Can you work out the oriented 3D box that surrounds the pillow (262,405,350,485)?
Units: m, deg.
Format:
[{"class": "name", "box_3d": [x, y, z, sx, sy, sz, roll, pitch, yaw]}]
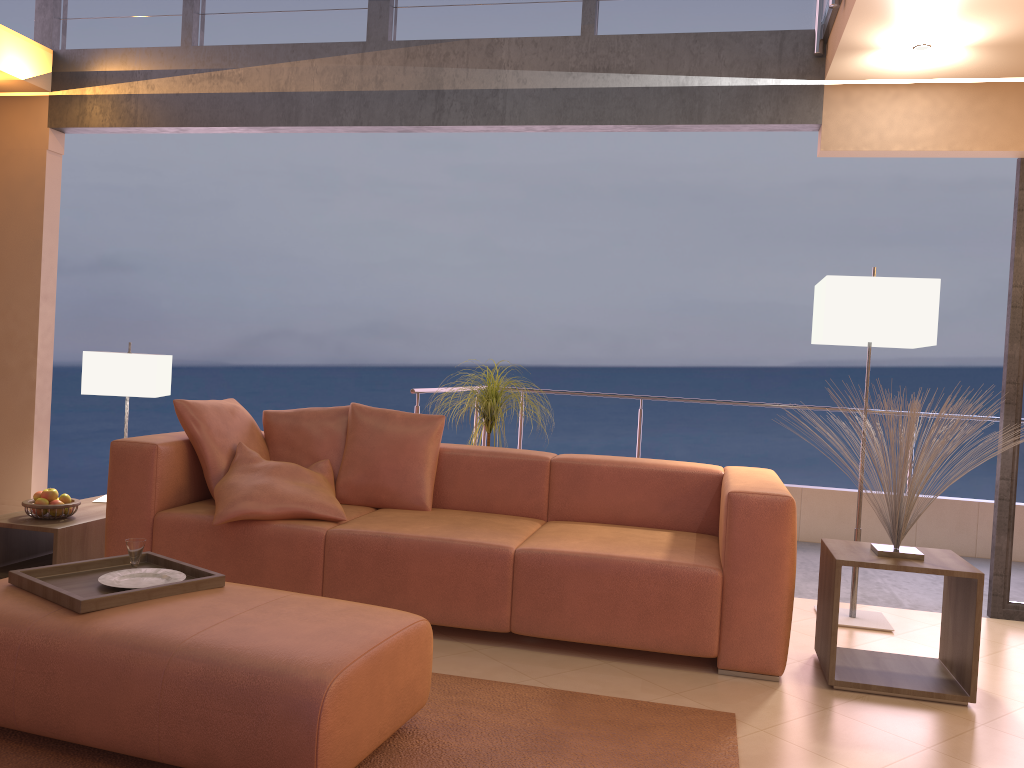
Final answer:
[{"class": "pillow", "box_3d": [-0.939, 0.308, 4.132, 0.492, 0.446, 0.255, 3, 1, -4]}]

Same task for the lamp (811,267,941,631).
[{"class": "lamp", "box_3d": [1.575, 0.266, 3.974, 0.454, 1.578, 0.454, 3, 1, 12]}]

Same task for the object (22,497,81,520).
[{"class": "object", "box_3d": [-2.053, 0.558, 3.953, 0.235, 0.071, 0.235, 3, 1, 5]}]

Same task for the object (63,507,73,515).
[{"class": "object", "box_3d": [-1.991, 0.564, 3.970, 0.046, 0.046, 0.055, 3, 1, -10]}]

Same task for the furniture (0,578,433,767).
[{"class": "furniture", "box_3d": [-0.935, 0.752, 2.481, 1.291, 0.301, 0.685, 4, 1, 17]}]

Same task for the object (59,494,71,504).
[{"class": "object", "box_3d": [-1.996, 0.516, 3.960, 0.045, 0.053, 0.051, 4, 1, 36]}]

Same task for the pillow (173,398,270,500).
[{"class": "pillow", "box_3d": [-1.270, 0.298, 4.013, 0.314, 0.455, 0.519, 3, 1, 9]}]

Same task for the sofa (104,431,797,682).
[{"class": "sofa", "box_3d": [-0.263, 0.628, 3.824, 2.781, 0.672, 0.943, 3, 1, 12]}]

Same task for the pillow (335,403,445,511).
[{"class": "pillow", "box_3d": [-0.558, 0.333, 4.043, 0.470, 0.468, 0.211, 3, 1, 8]}]

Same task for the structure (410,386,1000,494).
[{"class": "structure", "box_3d": [1.599, 0.408, 5.192, 4.176, 0.541, 1.663, 3, 1, 12]}]

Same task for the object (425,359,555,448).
[{"class": "object", "box_3d": [-0.138, 0.406, 4.865, 0.703, 1.088, 0.729, 3, 1, -19]}]

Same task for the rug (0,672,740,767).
[{"class": "rug", "box_3d": [-0.778, 0.965, 2.172, 2.626, 0.005, 1.833, 3, 1, 12]}]

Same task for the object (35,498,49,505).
[{"class": "object", "box_3d": [-2.059, 0.522, 3.885, 0.055, 0.047, 0.045, 3, 1, -11]}]

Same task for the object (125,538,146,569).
[{"class": "object", "box_3d": [-1.181, 0.534, 2.779, 0.061, 0.091, 0.061, 3, 1, -3]}]

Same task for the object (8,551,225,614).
[{"class": "object", "box_3d": [-1.153, 0.571, 2.600, 0.421, 0.034, 0.436, 4, 1, 37]}]

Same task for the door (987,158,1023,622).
[{"class": "door", "box_3d": [2.541, 0.035, 4.110, 0.480, 2.160, 0.056, 3, 1, 12]}]

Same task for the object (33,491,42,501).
[{"class": "object", "box_3d": [-2.102, 0.500, 3.946, 0.047, 0.046, 0.054, 3, 1, -1]}]

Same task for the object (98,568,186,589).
[{"class": "object", "box_3d": [-1.087, 0.578, 2.610, 0.240, 0.018, 0.240, 3, 1, -24]}]

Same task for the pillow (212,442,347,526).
[{"class": "pillow", "box_3d": [-0.985, 0.412, 3.745, 0.517, 0.292, 0.514, 3, 1, -18]}]

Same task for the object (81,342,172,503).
[{"class": "object", "box_3d": [-1.953, 0.188, 4.493, 0.344, 0.799, 0.344, 3, 1, -9]}]

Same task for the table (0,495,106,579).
[{"class": "table", "box_3d": [-2.010, 0.725, 4.210, 0.412, 0.268, 0.918, 3, 1, 12]}]

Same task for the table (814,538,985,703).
[{"class": "table", "box_3d": [1.374, 0.832, 3.200, 0.469, 0.436, 0.415, 3, 1, 12]}]

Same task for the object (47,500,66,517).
[{"class": "object", "box_3d": [-2.012, 0.548, 3.915, 0.074, 0.076, 0.072, 4, 1, 22]}]

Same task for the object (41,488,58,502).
[{"class": "object", "box_3d": [-2.050, 0.495, 3.931, 0.069, 0.061, 0.068, 3, 1, -26]}]

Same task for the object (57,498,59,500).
[{"class": "object", "box_3d": [-2.049, 0.545, 3.979, 0.077, 0.065, 0.076, 4, 1, 24]}]

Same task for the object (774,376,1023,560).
[{"class": "object", "box_3d": [1.424, 0.297, 3.273, 0.700, 0.634, 0.703, 3, 1, -31]}]
